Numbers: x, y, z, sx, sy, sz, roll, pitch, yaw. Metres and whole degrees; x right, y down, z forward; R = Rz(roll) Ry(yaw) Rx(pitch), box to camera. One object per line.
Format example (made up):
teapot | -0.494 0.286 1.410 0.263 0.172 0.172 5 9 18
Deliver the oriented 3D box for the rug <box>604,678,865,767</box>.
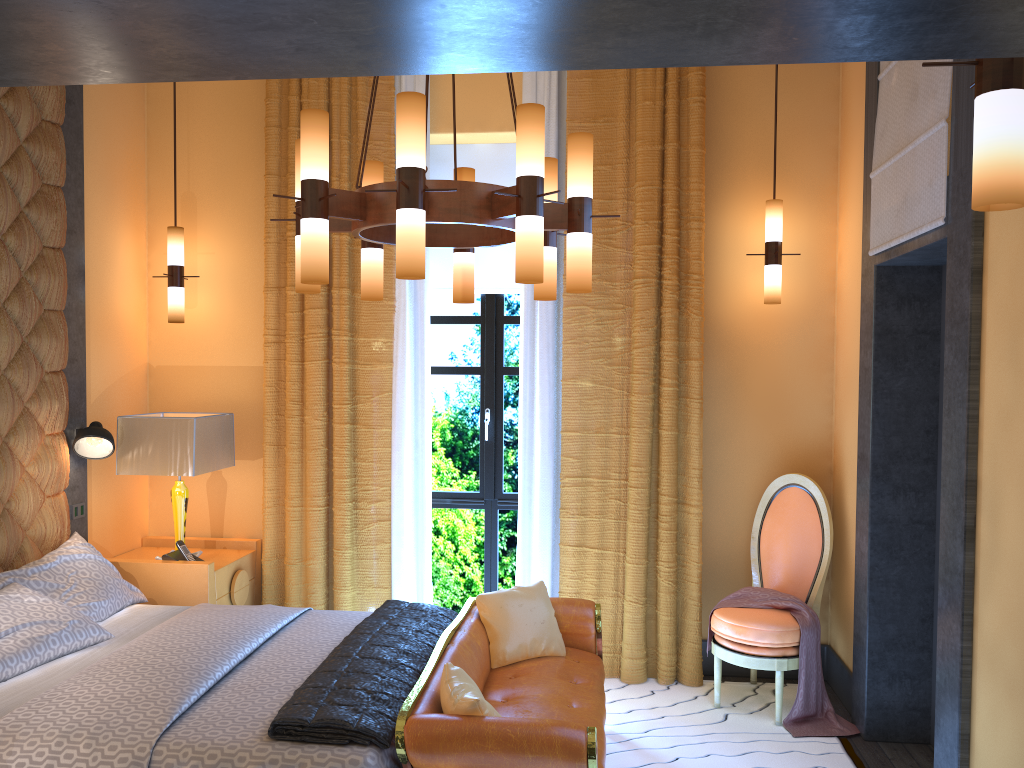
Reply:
rug | -0.406 1.625 3.267 3.702 0.016 3.385 1 1 6

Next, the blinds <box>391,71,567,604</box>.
blinds | -0.207 -0.441 4.897 2.050 4.079 0.236 1 2 4

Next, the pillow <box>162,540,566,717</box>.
pillow | -0.560 1.036 4.050 1.146 0.407 2.627 -1 1 -42

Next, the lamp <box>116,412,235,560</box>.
lamp | -1.782 0.563 4.739 0.424 0.803 0.505 1 2 6

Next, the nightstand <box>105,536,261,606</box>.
nightstand | -1.825 1.248 4.861 0.720 0.691 0.680 1 2 6

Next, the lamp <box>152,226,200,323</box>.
lamp | -1.880 -0.608 4.961 0.199 0.532 0.199 -1 3 -39

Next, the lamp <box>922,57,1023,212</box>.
lamp | 0.878 -0.584 1.585 0.199 0.532 0.199 -1 3 -39

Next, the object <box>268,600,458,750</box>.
object | -0.499 1.060 3.426 0.405 0.105 1.460 1 1 6

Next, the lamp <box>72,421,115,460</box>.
lamp | -1.929 0.295 4.509 0.568 0.218 0.231 0 2 -36

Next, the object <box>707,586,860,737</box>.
object | 1.324 1.325 4.360 0.428 0.572 0.802 -1 2 -36

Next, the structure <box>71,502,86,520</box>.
structure | -2.176 0.636 4.445 0.016 0.071 0.103 1 1 6

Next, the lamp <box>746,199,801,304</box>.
lamp | 1.357 -0.683 4.601 0.199 0.532 0.199 -1 3 -39

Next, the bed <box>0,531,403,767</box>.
bed | -1.304 1.157 3.524 2.106 0.825 1.887 1 1 6

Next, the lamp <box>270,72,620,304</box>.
lamp | -0.239 -1.403 3.048 1.141 2.170 1.140 1 2 29

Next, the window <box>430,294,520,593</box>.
window | -0.122 0.098 5.231 1.200 3.002 0.130 1 2 6

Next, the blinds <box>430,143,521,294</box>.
blinds | -0.115 -0.965 5.179 1.200 0.874 0.013 1 2 6

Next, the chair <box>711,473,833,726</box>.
chair | 1.292 1.045 4.457 0.500 1.148 0.632 2 2 39

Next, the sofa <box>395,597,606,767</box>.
sofa | 0.044 1.307 3.457 0.650 0.641 1.614 1 1 6

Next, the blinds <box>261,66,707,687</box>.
blinds | -0.178 -0.462 4.810 2.450 4.149 0.134 1 2 6

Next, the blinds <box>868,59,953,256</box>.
blinds | 1.582 -1.357 3.526 0.042 1.578 0.894 1 2 6
